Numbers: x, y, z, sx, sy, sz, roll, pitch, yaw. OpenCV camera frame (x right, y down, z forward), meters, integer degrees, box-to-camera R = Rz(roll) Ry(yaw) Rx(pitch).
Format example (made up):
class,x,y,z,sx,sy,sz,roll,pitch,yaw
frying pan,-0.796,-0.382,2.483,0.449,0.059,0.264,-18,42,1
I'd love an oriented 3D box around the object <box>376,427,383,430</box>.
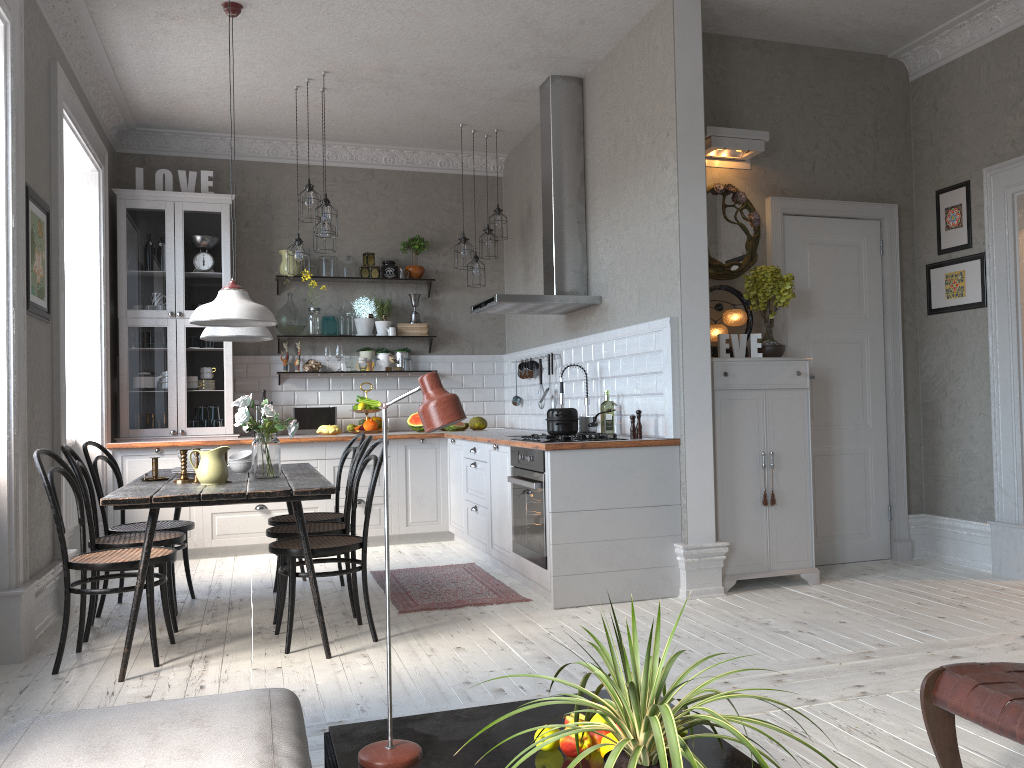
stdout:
class,x,y,z,sx,sy,sz,roll,pitch,yaw
object,-1.083,0.368,7.293,0.088,0.051,0.069,-2,-2,30

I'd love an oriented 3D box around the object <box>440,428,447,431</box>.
class,x,y,z,sx,sy,sz,roll,pitch,yaw
object,-0.574,0.369,7.573,0.200,0.067,0.102,-1,-1,-12

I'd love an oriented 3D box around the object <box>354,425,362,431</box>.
class,x,y,z,sx,sy,sz,roll,pitch,yaw
object,-1.261,0.364,7.276,0.084,0.057,0.089,-2,-1,15

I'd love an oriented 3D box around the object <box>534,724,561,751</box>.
class,x,y,z,sx,sy,sz,roll,pitch,yaw
object,0.078,0.778,1.948,0.058,0.055,0.070,-2,-2,40

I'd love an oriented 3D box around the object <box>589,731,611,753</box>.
class,x,y,z,sx,sy,sz,roll,pitch,yaw
object,0.197,0.774,1.932,0.059,0.056,0.059,0,-2,-31

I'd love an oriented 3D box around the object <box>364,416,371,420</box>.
class,x,y,z,sx,sy,sz,roll,pitch,yaw
object,-1.197,0.317,7.384,0.086,0.093,0.085,-1,-2,-21

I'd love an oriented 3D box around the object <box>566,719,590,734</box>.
class,x,y,z,sx,sy,sz,roll,pitch,yaw
object,0.146,0.776,1.972,0.058,0.058,0.057,0,-2,-35

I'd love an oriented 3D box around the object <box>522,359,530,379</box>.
class,x,y,z,sx,sy,sz,roll,pitch,yaw
object,0.137,-0.124,7.056,0.109,0.161,0.135,-1,-1,-15

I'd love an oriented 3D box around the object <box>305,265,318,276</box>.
class,x,y,z,sx,sy,sz,roll,pitch,yaw
object,-1.678,-0.933,7.403,0.104,0.111,0.102,-1,-1,-18

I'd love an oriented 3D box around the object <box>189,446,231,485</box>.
class,x,y,z,sx,sy,sz,roll,pitch,yaw
object,-1.365,0.370,4.022,0.133,0.170,0.152,-2,-2,34

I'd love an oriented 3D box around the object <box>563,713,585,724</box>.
class,x,y,z,sx,sy,sz,roll,pitch,yaw
object,0.154,0.787,2.047,0.065,0.039,0.065,-1,-1,-12

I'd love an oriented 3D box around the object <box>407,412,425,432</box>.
class,x,y,z,sx,sy,sz,roll,pitch,yaw
object,-0.742,0.313,7.290,0.235,0.174,0.218,-1,-1,4

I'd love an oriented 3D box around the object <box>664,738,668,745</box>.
class,x,y,z,sx,sy,sz,roll,pitch,yaw
object,0.327,0.771,1.950,0.057,0.058,0.056,-1,-1,7

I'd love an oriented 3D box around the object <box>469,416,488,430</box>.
class,x,y,z,sx,sy,sz,roll,pitch,yaw
object,-0.288,0.335,7.517,0.129,0.119,0.208,-2,-2,36

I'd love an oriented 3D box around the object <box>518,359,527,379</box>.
class,x,y,z,sx,sy,sz,roll,pitch,yaw
object,0.101,-0.120,7.178,0.109,0.161,0.136,-1,-1,-5

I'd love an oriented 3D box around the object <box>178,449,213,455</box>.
class,x,y,z,sx,sy,sz,roll,pitch,yaw
object,-1.644,0.390,4.613,0.183,0.094,0.176,-1,-2,-26

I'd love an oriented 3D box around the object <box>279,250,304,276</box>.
class,x,y,z,sx,sy,sz,roll,pitch,yaw
object,-1.817,-0.986,7.299,0.191,0.216,0.172,-1,-1,-4

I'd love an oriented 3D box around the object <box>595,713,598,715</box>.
class,x,y,z,sx,sy,sz,roll,pitch,yaw
object,0.222,0.789,2.125,0.048,0.036,0.060,-1,-1,-6

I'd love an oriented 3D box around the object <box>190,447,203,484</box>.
class,x,y,z,sx,sy,sz,roll,pitch,yaw
object,-1.463,0.374,4.113,0.062,0.172,0.062,-1,-1,4

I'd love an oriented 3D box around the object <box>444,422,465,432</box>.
class,x,y,z,sx,sy,sz,roll,pitch,yaw
object,-0.479,0.331,7.324,0.229,0.127,0.145,0,-2,-35

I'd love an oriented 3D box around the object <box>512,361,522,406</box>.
class,x,y,z,sx,sy,sz,roll,pitch,yaw
object,0.036,-0.004,7.423,0.078,0.379,0.081,-1,-1,-17

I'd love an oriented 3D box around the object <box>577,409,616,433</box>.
class,x,y,z,sx,sy,sz,roll,pitch,yaw
object,0.472,0.217,5.155,0.300,0.134,0.177,-2,-1,17

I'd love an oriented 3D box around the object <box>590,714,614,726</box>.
class,x,y,z,sx,sy,sz,roll,pitch,yaw
object,0.204,0.775,2.000,0.060,0.058,0.062,-2,-2,27

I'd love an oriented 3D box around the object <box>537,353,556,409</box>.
class,x,y,z,sx,sy,sz,roll,pitch,yaw
object,0.247,-0.005,6.573,0.082,0.443,0.325,-1,-1,-16

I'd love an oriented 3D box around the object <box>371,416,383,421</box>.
class,x,y,z,sx,sy,sz,roll,pitch,yaw
object,-1.111,0.297,7.369,0.129,0.056,0.058,-1,-2,-26

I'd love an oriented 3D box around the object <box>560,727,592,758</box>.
class,x,y,z,sx,sy,sz,roll,pitch,yaw
object,0.136,0.770,1.902,0.068,0.066,0.070,-1,-1,-13

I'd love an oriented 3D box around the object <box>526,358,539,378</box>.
class,x,y,z,sx,sy,sz,roll,pitch,yaw
object,0.163,-0.127,6.933,0.108,0.161,0.136,-1,-1,0

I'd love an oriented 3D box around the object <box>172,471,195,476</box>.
class,x,y,z,sx,sy,sz,roll,pitch,yaw
object,-1.642,0.463,4.612,0.237,0.027,0.237,-1,-1,0

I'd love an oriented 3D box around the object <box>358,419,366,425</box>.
class,x,y,z,sx,sy,sz,roll,pitch,yaw
object,-1.229,0.328,7.380,0.078,0.076,0.155,-2,-1,9

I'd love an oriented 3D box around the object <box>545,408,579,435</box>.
class,x,y,z,sx,sy,sz,roll,pitch,yaw
object,0.277,0.206,4.853,0.194,0.147,0.189,0,-2,-38

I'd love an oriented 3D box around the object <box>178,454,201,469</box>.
class,x,y,z,sx,sy,sz,roll,pitch,yaw
object,-1.644,0.410,4.613,0.183,0.094,0.176,-1,-2,-26

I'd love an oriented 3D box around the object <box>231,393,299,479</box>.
class,x,y,z,sx,sy,sz,roll,pitch,yaw
object,-1.194,0.251,4.295,0.316,0.414,0.248,-1,-1,-19

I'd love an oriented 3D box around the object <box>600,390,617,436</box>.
class,x,y,z,sx,sy,sz,roll,pitch,yaw
object,0.598,0.180,5.426,0.090,0.282,0.081,-1,-1,-17

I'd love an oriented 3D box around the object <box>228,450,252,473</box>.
class,x,y,z,sx,sy,sz,roll,pitch,yaw
object,-1.446,0.415,4.722,0.125,0.119,0.127,-1,-1,-2

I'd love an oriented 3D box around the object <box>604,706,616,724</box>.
class,x,y,z,sx,sy,sz,roll,pitch,yaw
object,0.233,0.774,2.057,0.061,0.062,0.062,0,-2,-36

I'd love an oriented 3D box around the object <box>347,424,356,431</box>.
class,x,y,z,sx,sy,sz,roll,pitch,yaw
object,-1.310,0.362,7.298,0.076,0.072,0.153,-2,-1,13

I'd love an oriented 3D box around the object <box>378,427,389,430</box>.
class,x,y,z,sx,sy,sz,roll,pitch,yaw
object,-1.134,0.363,7.403,0.214,0.044,0.054,-2,-2,20

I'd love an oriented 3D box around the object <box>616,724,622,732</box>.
class,x,y,z,sx,sy,sz,roll,pitch,yaw
object,0.255,0.773,1.968,0.057,0.058,0.057,-1,-2,-27

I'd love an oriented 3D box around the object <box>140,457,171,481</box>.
class,x,y,z,sx,sy,sz,roll,pitch,yaw
object,-1.749,0.416,4.341,0.142,0.112,0.136,0,-2,-35

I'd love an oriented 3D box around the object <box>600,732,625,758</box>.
class,x,y,z,sx,sy,sz,roll,pitch,yaw
object,0.220,0.767,1.867,0.071,0.066,0.070,-1,-1,-2

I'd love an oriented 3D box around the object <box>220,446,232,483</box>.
class,x,y,z,sx,sy,sz,roll,pitch,yaw
object,-1.335,0.374,4.119,0.059,0.167,0.059,-1,-1,-4

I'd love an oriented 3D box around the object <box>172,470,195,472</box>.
class,x,y,z,sx,sy,sz,roll,pitch,yaw
object,-1.642,0.454,4.612,0.232,0.027,0.242,-3,-2,40

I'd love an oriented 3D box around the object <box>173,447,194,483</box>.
class,x,y,z,sx,sy,sz,roll,pitch,yaw
object,-1.542,0.377,4.162,0.098,0.172,0.094,0,-2,-36

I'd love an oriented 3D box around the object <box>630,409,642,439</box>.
class,x,y,z,sx,sy,sz,roll,pitch,yaw
object,0.686,0.219,4.902,0.074,0.167,0.035,-1,-1,-18

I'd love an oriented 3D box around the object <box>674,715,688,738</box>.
class,x,y,z,sx,sy,sz,roll,pitch,yaw
object,0.367,0.774,2.011,0.059,0.053,0.059,-1,-1,-11

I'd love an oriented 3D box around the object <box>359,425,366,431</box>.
class,x,y,z,sx,sy,sz,roll,pitch,yaw
object,-1.251,0.373,7.295,0.071,0.076,0.224,0,-2,-35

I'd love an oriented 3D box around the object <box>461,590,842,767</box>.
class,x,y,z,sx,sy,sz,roll,pitch,yaw
object,0.249,0.593,1.660,0.732,0.420,0.663,-1,-1,1

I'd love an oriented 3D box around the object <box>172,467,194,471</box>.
class,x,y,z,sx,sy,sz,roll,pitch,yaw
object,-1.643,0.446,4.612,0.236,0.027,0.238,-1,-1,5

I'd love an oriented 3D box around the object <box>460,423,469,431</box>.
class,x,y,z,sx,sy,sz,roll,pitch,yaw
object,-0.433,0.362,7.520,0.118,0.073,0.204,-2,-2,36
